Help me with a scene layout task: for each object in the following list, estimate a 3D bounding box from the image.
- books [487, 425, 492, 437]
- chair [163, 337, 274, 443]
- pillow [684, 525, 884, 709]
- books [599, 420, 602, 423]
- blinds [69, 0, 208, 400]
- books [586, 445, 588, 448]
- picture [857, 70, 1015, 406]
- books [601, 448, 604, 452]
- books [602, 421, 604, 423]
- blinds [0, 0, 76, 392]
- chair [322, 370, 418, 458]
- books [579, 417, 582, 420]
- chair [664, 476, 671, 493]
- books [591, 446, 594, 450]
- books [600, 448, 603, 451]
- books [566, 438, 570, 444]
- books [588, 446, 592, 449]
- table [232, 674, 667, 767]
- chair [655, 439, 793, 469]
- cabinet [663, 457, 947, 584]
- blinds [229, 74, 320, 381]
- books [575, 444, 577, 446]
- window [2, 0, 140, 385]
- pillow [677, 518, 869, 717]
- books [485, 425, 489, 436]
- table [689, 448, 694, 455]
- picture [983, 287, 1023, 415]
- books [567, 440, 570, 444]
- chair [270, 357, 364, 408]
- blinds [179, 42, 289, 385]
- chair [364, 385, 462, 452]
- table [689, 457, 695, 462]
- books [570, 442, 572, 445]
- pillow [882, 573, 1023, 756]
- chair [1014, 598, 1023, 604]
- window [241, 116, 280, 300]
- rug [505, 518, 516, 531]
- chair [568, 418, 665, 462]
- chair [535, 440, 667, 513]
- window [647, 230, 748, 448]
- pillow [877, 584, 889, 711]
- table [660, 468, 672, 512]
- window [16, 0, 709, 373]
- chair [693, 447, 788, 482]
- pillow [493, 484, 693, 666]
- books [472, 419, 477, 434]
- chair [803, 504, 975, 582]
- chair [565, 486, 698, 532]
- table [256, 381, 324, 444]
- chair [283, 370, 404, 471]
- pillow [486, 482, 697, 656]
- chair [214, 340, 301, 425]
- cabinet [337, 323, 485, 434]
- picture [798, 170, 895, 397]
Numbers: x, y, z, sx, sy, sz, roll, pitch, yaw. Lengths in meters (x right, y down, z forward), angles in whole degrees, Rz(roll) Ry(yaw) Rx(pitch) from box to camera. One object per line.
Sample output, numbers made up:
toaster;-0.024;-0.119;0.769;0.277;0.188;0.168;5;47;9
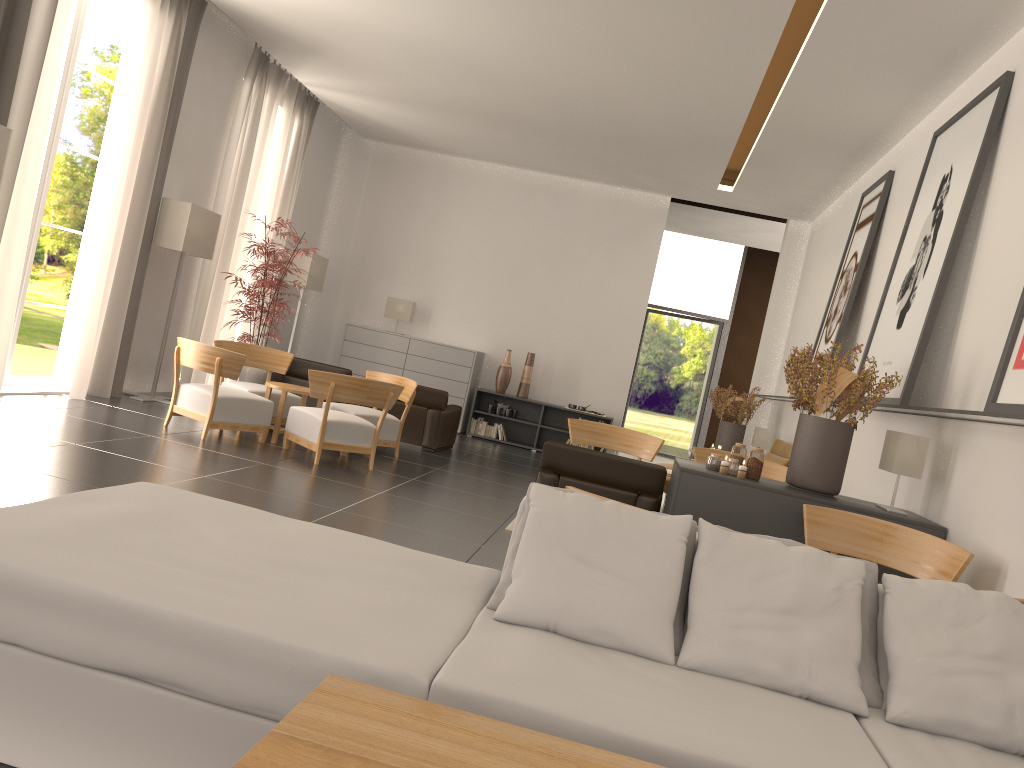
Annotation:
books;-0.494;1.049;19.731;0.055;0.249;0.167;12;1;8
chair;-3.984;0.086;12.106;1.455;1.226;1.149;13;1;33
pillow;1.264;1.050;4.114;0.919;0.591;0.557;13;1;8
books;1.893;0.980;19.365;0.039;0.384;0.232;12;1;8
blinds;-5.598;-2.963;13.197;0.417;6.431;1.550;12;1;4
books;1.628;1.467;19.407;0.023;0.356;0.266;12;1;8
picture;4.598;-1.440;9.942;0.385;3.493;2.192;12;1;8
books;1.926;1.528;19.371;0.156;0.371;0.252;12;1;8
books;1.947;0.991;19.364;0.029;0.385;0.219;12;1;8
blinds;-5.992;-2.967;10.392;0.415;6.431;1.548;12;1;12
chair;-2.247;0.417;13.792;1.148;1.226;1.455;11;2;-42
books;1.425;0.892;19.431;0.138;0.354;0.236;12;1;8
chair;3.428;1.516;14.067;2.424;1.486;1.298;13;1;18
books;1.765;1.515;19.401;0.106;0.325;0.238;12;1;8
books;1.897;1.527;19.377;0.154;0.360;0.249;12;1;8
books;1.166;1.364;19.482;0.154;0.360;0.249;12;1;8
books;1.692;1.486;19.433;0.057;0.346;0.197;12;1;8
table;0.021;1.462;1.797;1.601;0.840;1.600;13;1;8
chair;3.685;1.518;15.904;2.421;1.486;1.300;12;1;-2
cabinet;2.674;1.636;8.659;2.401;1.239;1.120;13;1;8
blinds;-4.915;-2.957;18.076;0.417;6.431;1.550;12;1;4
books;1.386;1.428;19.446;0.057;0.328;0.257;12;1;8
window;-6.420;-2.794;12.102;0.110;5.749;2.642;12;1;8
pillow;1.186;1.018;3.988;0.802;0.595;0.595;13;1;8
books;-0.548;1.037;19.739;0.055;0.249;0.167;12;1;8
table;4.299;1.931;17.713;1.601;0.840;1.600;13;1;8
picture;4.036;-1.445;5.921;0.385;3.493;1.599;12;1;8
books;1.195;1.365;19.477;0.156;0.371;0.252;12;1;8
chair;-3.542;0.128;16.305;1.538;1.076;1.499;13;1;8
blinds;-5.151;-2.959;16.399;0.415;6.431;1.548;12;1;12
chair;-1.814;0.514;16.055;1.538;1.076;1.499;13;1;8
table;3.301;1.764;14.963;0.796;0.904;0.798;12;1;-15
books;1.267;1.394;19.459;0.071;0.344;0.265;12;1;8
pillow;2.022;1.211;3.876;0.797;0.580;0.625;13;1;9
chair;2.598;1.724;5.370;1.449;1.226;1.153;11;1;-37
window;-5.687;-2.787;17.337;0.110;5.749;2.642;12;1;8
rug;2.104;2.060;11.416;4.002;0.010;3.557;13;2;8
chair;1.366;1.228;12.735;1.452;1.226;1.150;13;1;8
chair;1.009;1.297;10.424;1.538;1.076;1.499;13;1;8
window;1.329;-2.313;26.794;10.314;7.380;0.100;13;1;8
pillow;2.104;1.277;4.011;0.919;0.510;0.615;13;1;10
table;2.097;1.585;11.615;0.799;0.904;0.796;13;1;30
window;6.233;-2.902;20.101;99.174;20.578;48.612;13;1;8
chair;3.164;1.629;12.476;1.452;1.226;1.150;13;1;8
pillow;0.399;0.841;4.101;0.802;0.598;0.585;13;1;7
books;-0.813;0.946;19.738;0.039;0.312;0.245;12;1;8
chair;2.701;1.697;7.074;1.148;1.226;1.455;11;2;-42
chair;0.963;1.366;5.388;1.455;1.226;1.149;13;1;33
table;-3.225;0.445;12.913;0.871;0.803;0.868;13;1;30
chair;-2.350;0.445;12.088;1.449;1.226;1.153;11;1;-37
pillow;0.417;0.862;4.240;0.919;0.577;0.549;13;1;8
chair;-3.943;0.047;13.767;1.153;1.226;1.449;13;2;43
cabinet;-2.381;-0.136;20.286;3.082;1.876;1.040;13;1;8
picture;5.128;-1.435;13.726;0.385;3.493;1.599;12;1;8
